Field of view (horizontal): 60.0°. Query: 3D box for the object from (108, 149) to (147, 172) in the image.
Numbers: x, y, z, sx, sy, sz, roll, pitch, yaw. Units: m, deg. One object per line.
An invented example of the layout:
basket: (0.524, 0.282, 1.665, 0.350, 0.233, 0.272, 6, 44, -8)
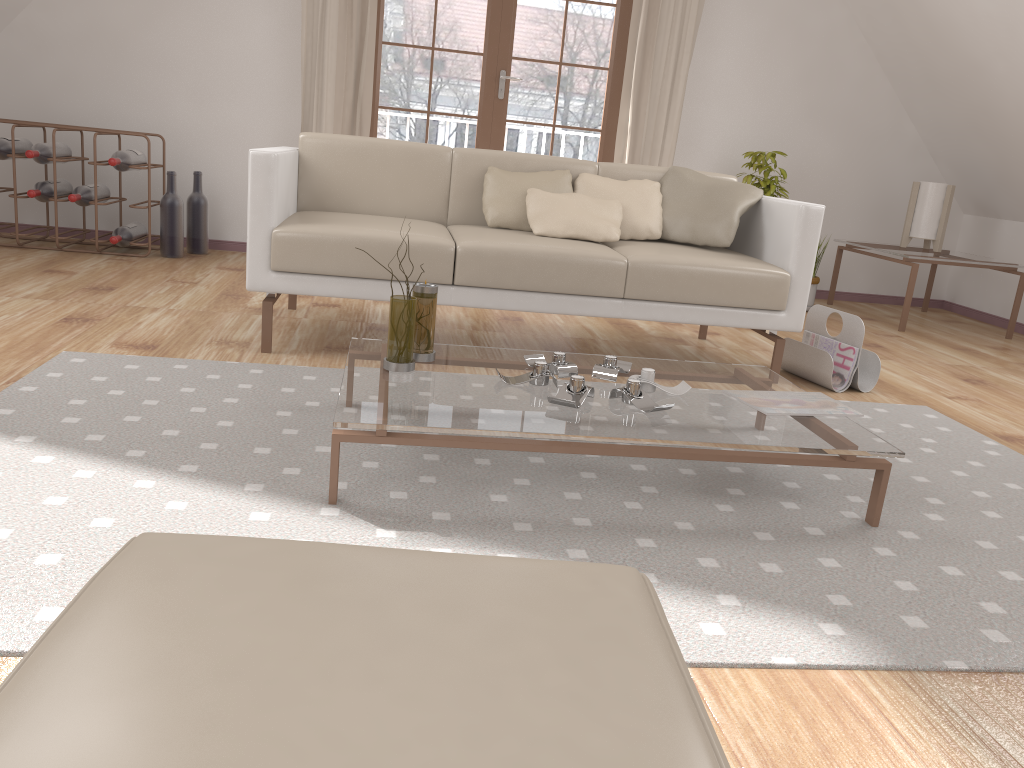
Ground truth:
object: (-1.952, -1.126, 4.476, 0.109, 0.109, 0.435, 4, 15, -8)

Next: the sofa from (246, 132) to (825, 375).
sofa: (0.050, -0.487, 3.277, 1.880, 0.706, 0.820, 4, 15, -8)

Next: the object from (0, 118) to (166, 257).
object: (-2.247, -0.999, 4.515, 0.854, 0.608, 0.417, 4, 15, -8)

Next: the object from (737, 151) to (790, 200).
object: (1.406, -0.911, 5.103, 0.311, 0.846, 0.307, 1, 15, -16)

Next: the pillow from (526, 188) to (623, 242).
pillow: (0.229, -0.606, 3.219, 0.363, 0.170, 0.227, 5, 15, -3)

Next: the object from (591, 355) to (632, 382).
object: (0.256, -0.050, 2.248, 0.064, 0.052, 0.143, 12, 16, 21)

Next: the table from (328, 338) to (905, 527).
table: (0.184, 0.101, 2.129, 1.173, 0.190, 0.730, 4, 15, -8)

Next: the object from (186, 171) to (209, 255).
object: (-1.691, -0.919, 4.771, 0.115, 0.443, 0.120, 2, 15, -14)

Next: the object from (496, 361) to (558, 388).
object: (0.036, -0.027, 2.080, 0.143, 0.052, 0.064, 4, 15, -8)

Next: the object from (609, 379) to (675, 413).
object: (0.291, 0.025, 1.982, 0.064, 0.051, 0.143, -6, 19, -37)

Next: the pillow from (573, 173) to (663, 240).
pillow: (0.401, -0.674, 3.375, 0.351, 0.225, 0.196, 5, 15, -4)

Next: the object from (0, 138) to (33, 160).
object: (-2.502, -1.162, 4.388, 0.110, 0.110, 0.439, 4, 15, -8)

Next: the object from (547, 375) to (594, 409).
object: (0.132, 0.015, 1.959, 0.064, 0.052, 0.143, 12, 16, 21)

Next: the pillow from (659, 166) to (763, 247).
pillow: (0.721, -0.675, 3.370, 0.424, 0.276, 0.269, 18, 19, 39)

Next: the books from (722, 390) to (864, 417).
books: (0.680, 0.046, 2.143, 0.280, 0.005, 0.192, 1, 15, -16)

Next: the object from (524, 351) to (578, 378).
object: (0.098, -0.060, 2.225, 0.064, 0.052, 0.143, -6, 19, -37)

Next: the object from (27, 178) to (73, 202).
object: (-2.338, -0.971, 4.466, 0.109, 0.109, 0.435, 4, 15, -8)

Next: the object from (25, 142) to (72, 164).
object: (-2.322, -1.149, 4.421, 0.109, 0.109, 0.435, 4, 15, -8)

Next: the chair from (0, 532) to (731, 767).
chair: (-0.108, 0.367, 0.603, 0.506, 0.394, 0.506, 5, 15, -4)

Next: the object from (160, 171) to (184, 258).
object: (-1.748, -0.868, 4.559, 0.115, 0.443, 0.120, 2, 15, -14)

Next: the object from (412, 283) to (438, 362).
object: (-0.220, -0.153, 2.184, 0.075, 0.185, 0.075, 12, 16, 22)

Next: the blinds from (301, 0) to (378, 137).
blinds: (-0.950, -1.773, 4.753, 0.423, 2.130, 0.120, 3, 15, -11)

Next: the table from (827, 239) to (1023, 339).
table: (2.301, -0.547, 4.990, 0.730, 0.390, 0.773, 3, 15, -10)

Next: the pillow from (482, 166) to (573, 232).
pillow: (0.064, -0.697, 3.330, 0.351, 0.235, 0.185, 4, 15, -5)

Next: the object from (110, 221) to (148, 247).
object: (-1.988, -0.764, 4.570, 0.109, 0.109, 0.435, 4, 15, -8)

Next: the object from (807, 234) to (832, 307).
object: (1.647, -0.653, 4.946, 0.234, 0.480, 0.209, -7, 20, -41)

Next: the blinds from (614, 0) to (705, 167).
blinds: (0.831, -1.654, 4.980, 0.424, 2.129, 0.123, 2, 15, -13)

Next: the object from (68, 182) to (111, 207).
object: (-2.155, -0.956, 4.495, 0.109, 0.109, 0.435, 4, 15, -8)

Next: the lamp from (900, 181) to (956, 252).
lamp: (2.368, -0.956, 5.054, 0.221, 0.375, 0.180, 13, 16, 24)

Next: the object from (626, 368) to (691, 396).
object: (0.353, -0.008, 2.127, 0.143, 0.052, 0.064, 4, 15, -8)

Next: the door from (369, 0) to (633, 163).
door: (-0.096, -1.652, 4.996, 1.546, 2.001, 0.098, 4, 15, -8)

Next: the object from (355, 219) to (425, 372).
object: (-0.258, -0.210, 2.045, 0.123, 0.359, 0.184, 15, 17, 32)

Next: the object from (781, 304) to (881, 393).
object: (1.171, -0.141, 3.264, 0.212, 0.267, 0.315, 0, 16, -21)

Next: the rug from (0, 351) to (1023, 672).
rug: (0.145, 0.204, 2.083, 2.800, 0.007, 1.600, 4, 15, -8)
